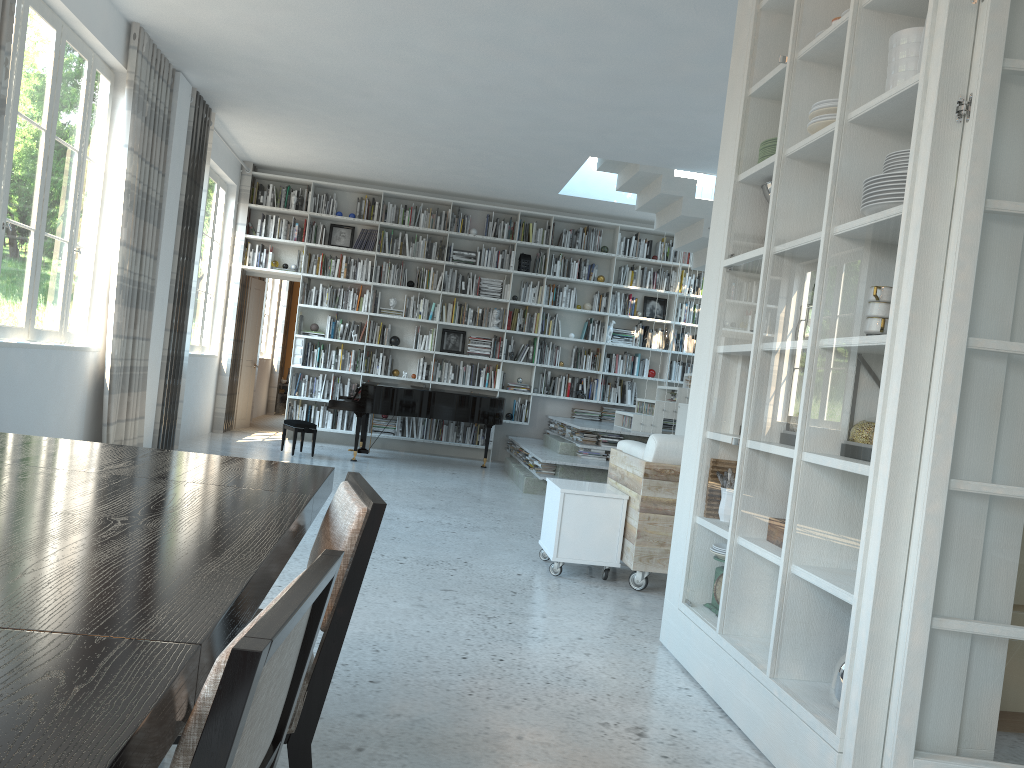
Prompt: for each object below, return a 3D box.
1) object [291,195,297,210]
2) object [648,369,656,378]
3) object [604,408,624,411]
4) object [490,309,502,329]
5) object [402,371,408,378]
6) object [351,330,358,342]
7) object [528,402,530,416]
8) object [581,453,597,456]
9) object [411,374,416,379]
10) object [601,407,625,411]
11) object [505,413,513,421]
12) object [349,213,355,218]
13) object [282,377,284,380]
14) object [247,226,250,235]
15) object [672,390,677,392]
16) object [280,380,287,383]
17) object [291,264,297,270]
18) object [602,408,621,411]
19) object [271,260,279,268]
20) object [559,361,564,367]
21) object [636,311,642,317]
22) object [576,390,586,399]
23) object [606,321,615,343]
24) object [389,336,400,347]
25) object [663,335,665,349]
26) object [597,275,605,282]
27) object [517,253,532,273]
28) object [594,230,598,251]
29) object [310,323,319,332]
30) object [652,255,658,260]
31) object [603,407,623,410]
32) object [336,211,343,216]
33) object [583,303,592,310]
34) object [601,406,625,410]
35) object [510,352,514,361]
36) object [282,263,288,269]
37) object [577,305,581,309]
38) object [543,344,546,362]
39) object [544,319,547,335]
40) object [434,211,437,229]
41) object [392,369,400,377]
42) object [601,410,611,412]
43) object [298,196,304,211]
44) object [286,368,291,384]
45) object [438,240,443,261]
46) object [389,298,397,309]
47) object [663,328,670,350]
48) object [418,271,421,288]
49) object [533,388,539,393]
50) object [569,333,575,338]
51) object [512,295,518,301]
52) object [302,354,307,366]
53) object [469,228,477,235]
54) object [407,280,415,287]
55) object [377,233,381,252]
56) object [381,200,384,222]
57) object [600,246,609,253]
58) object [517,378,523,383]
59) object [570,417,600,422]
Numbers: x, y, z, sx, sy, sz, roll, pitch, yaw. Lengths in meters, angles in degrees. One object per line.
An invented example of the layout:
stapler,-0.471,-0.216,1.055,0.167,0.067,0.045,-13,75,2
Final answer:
object,-2.617,-2.165,10.631,0.067,0.198,0.067,7,1,36
object,1.775,-0.133,11.308,0.115,0.116,0.115,6,1,-29
object,1.279,0.321,11.303,0.254,0.006,0.161,7,0,-7
object,-0.197,-0.801,10.955,0.137,0.244,0.138,6,1,-41
object,-1.310,-0.121,10.911,0.060,0.095,0.078,7,1,10
object,-1.912,-0.584,10.745,0.082,0.140,0.044,6,1,-23
object,0.204,0.351,11.092,0.011,0.260,0.142,7,1,-7
object,0.807,0.719,9.070,0.204,0.004,0.140,7,0,-4
object,-1.212,-0.094,10.947,0.061,0.062,0.061,7,1,42
object,1.280,0.316,11.304,0.285,0.005,0.159,7,0,-7
object,-0.037,0.406,11.032,0.093,0.095,0.094,7,1,42
object,-1.950,-2.041,10.823,0.082,0.083,0.082,6,1,-29
object,-3.911,-0.072,14.983,0.106,0.103,0.106,7,1,1
object,-3.188,-1.926,10.705,0.035,0.295,0.176,7,1,-7
object,1.962,0.089,10.360,0.161,0.025,0.174,7,0,-3
object,-3.838,-0.041,14.876,0.118,0.061,0.118,7,0,1
object,-2.645,-1.416,10.760,0.071,0.072,0.071,6,1,-29
object,1.278,0.327,11.303,0.254,0.006,0.161,7,0,-7
object,-2.859,-1.449,10.706,0.086,0.088,0.087,7,1,42
object,0.618,-0.249,11.185,0.071,0.072,0.071,7,1,42
object,1.603,-0.883,11.262,0.091,0.092,0.091,7,1,42
object,0.857,0.129,11.071,0.160,0.114,0.064,7,1,-19
object,1.231,-0.652,11.094,0.087,0.288,0.075,7,1,28
object,-1.444,-0.527,10.939,0.133,0.135,0.134,7,1,42
object,1.933,-0.533,11.336,0.022,0.212,0.178,7,1,-7
object,1.116,-1.315,11.138,0.100,0.102,0.100,6,1,-29
object,0.156,-1.504,11.038,0.135,0.248,0.135,7,1,-17
object,1.048,-1.792,11.208,0.006,0.298,0.129,7,1,-7
object,-2.410,-0.687,10.825,0.105,0.106,0.105,6,1,-29
object,1.804,-1.588,11.201,0.071,0.072,0.071,7,1,42
object,1.281,0.310,11.301,0.254,0.006,0.161,7,0,-6
object,-2.105,-2.060,10.804,0.082,0.083,0.082,6,1,-29
object,0.952,-0.971,11.212,0.112,0.113,0.111,6,1,-29
object,1.282,0.305,11.291,0.285,0.005,0.159,7,0,-2
object,-0.004,-0.343,10.967,0.054,0.113,0.079,7,1,-8
object,-2.752,-1.429,10.767,0.071,0.072,0.071,6,1,-29
object,0.839,-0.963,11.176,0.068,0.068,0.068,6,1,-29
object,0.396,-0.374,11.191,0.007,0.266,0.135,7,1,-7
object,0.411,-0.713,11.165,0.013,0.208,0.140,7,1,-7
object,-0.948,-2.004,10.973,0.010,0.247,0.157,7,1,-7
object,-1.436,-0.136,10.963,0.091,0.092,0.091,6,1,-29
object,1.272,0.353,11.303,0.254,0.006,0.161,7,0,-7
object,-2.537,-2.156,10.640,0.067,0.198,0.067,7,1,36
object,-3.761,-0.137,14.982,0.091,0.268,0.091,8,1,39
object,-0.872,-1.629,10.849,0.075,0.255,0.075,6,1,-28
object,-1.473,-0.997,10.942,0.095,0.157,0.121,7,1,7
object,1.951,-0.567,11.198,0.087,0.288,0.075,7,1,28
object,-1.147,-1.279,10.982,0.010,0.225,0.142,7,1,-7
object,0.298,0.081,11.154,0.071,0.072,0.071,7,1,42
object,0.751,-0.604,11.154,0.071,0.072,0.071,7,1,42
object,0.037,-1.065,11.009,0.071,0.072,0.071,7,1,42
object,-2.507,-0.288,10.706,0.045,0.146,0.045,7,1,32
object,-0.480,-1.877,10.985,0.105,0.106,0.104,6,1,-29
object,-1.248,-1.226,10.921,0.097,0.098,0.097,7,1,42
object,-1.637,-1.720,10.905,0.012,0.254,0.161,7,1,-7
object,-1.592,-2.100,10.899,0.012,0.285,0.159,7,1,-7
object,1.160,-1.681,11.125,0.104,0.105,0.104,7,1,42
object,0.098,-0.044,11.048,0.071,0.072,0.071,7,1,42
object,0.928,0.450,11.254,0.346,0.007,0.193,7,0,-12
